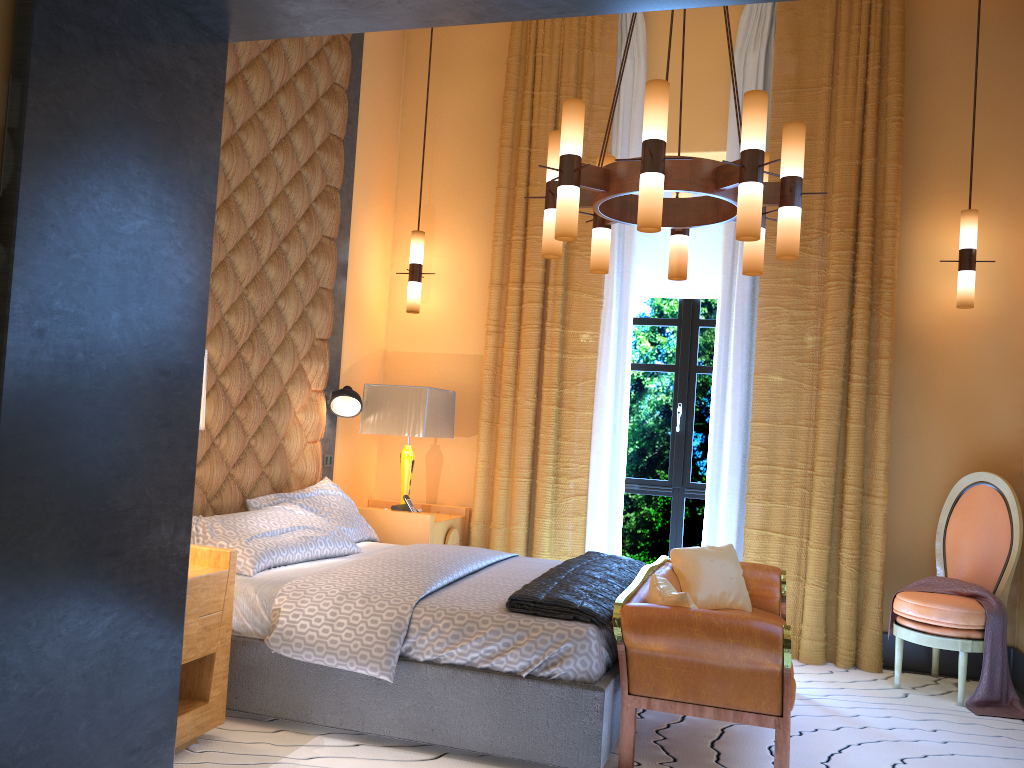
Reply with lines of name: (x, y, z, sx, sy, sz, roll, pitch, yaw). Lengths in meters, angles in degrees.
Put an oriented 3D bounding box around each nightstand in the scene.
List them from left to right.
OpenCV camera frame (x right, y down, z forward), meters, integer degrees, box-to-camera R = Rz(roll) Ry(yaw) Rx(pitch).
nightstand: (-1.455, 0.923, 3.035, 0.720, 0.699, 0.709, 3, -3, 17)
nightstand: (-0.711, 1.111, 5.544, 0.720, 0.689, 0.681, 3, -3, 17)

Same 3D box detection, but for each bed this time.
bed: (-0.429, 0.937, 4.142, 2.106, 0.824, 1.890, 3, -3, 17)

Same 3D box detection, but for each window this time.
window: (1.101, 0.077, 5.681, 1.200, 2.998, 0.130, 3, -2, 17)

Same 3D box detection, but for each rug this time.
rug: (0.377, 1.423, 3.695, 3.701, 0.016, 3.391, 3, -3, 17)

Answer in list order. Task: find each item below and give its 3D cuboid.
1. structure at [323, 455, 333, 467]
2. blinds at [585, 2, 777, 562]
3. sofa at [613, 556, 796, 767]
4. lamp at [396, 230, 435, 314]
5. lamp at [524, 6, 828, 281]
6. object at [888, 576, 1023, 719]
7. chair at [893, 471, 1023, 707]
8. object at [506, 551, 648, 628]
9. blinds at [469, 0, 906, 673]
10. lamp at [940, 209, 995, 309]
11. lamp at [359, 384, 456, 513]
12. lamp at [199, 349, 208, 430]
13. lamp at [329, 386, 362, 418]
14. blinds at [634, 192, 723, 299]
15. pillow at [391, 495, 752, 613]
structure: (-1.090, 0.453, 5.241, 0.016, 0.071, 0.103, 3, -3, 17)
blinds: (0.993, -0.490, 5.407, 2.050, 4.073, 0.237, 3, -2, 14)
sofa: (0.873, 1.142, 3.823, 0.650, 0.640, 1.617, 3, -3, 17)
lamp: (-0.629, -0.729, 5.783, 0.199, 0.531, 0.199, 5, -2, -28)
lamp: (0.695, -1.597, 3.664, 1.140, 2.167, 1.142, 2, -3, 39)
object: (2.289, 1.292, 4.478, 0.429, 0.571, 0.803, 5, -3, -26)
chair: (2.293, 1.021, 4.599, 0.633, 1.146, 0.500, 5, -3, -40)
object: (0.349, 0.869, 3.908, 0.405, 0.104, 1.462, 3, -3, 16)
blinds: (1.008, -0.517, 5.317, 2.450, 4.143, 0.134, 3, -2, 17)
lamp: (2.492, -0.682, 4.851, 0.199, 0.531, 0.199, 5, -2, -28)
lamp: (-0.646, 0.422, 5.464, 0.424, 0.802, 0.506, 3, -2, 17)
lamp: (-1.403, 0.245, 3.071, 0.424, 0.802, 0.506, 3, -2, 17)
lamp: (-0.815, 0.131, 5.283, 0.568, 0.218, 0.231, 5, -3, -26)
blinds: (1.166, -0.984, 5.704, 1.200, 0.872, 0.013, 3, -2, 17)
pillow: (0.401, 0.893, 4.533, 1.148, 0.407, 2.628, 5, -4, -32)
